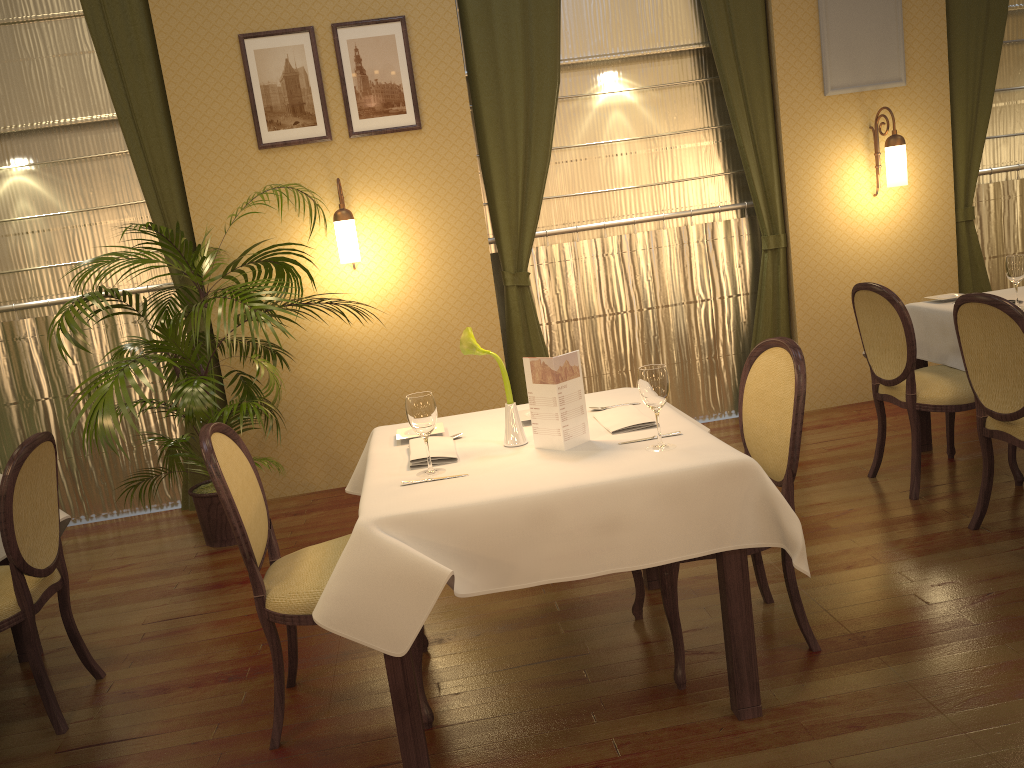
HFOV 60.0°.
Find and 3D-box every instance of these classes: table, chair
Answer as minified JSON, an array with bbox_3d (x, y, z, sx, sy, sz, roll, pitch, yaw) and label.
[{"bbox_3d":[-2.251,0.901,2.602,1.385,0.759,2.152,-9,10,-5],"label":"table"},{"bbox_3d":[-0.578,0.546,2.751,0.571,0.955,0.530,-9,10,-5],"label":"chair"},{"bbox_3d":[1.979,0.101,3.256,0.571,0.955,0.530,-9,10,-5],"label":"chair"},{"bbox_3d":[0.127,0.532,2.829,1.389,0.759,1.395,-9,10,-4],"label":"table"},{"bbox_3d":[-1.753,0.672,2.948,0.571,0.955,0.530,-9,10,-5],"label":"chair"},{"bbox_3d":[2.649,0.019,3.738,1.385,0.759,2.152,-9,10,-5],"label":"table"},{"bbox_3d":[1.886,-0.023,4.012,0.571,0.955,0.530,-9,10,-5],"label":"chair"},{"bbox_3d":[0.649,0.364,2.819,0.571,0.955,0.530,-9,10,-5],"label":"chair"}]

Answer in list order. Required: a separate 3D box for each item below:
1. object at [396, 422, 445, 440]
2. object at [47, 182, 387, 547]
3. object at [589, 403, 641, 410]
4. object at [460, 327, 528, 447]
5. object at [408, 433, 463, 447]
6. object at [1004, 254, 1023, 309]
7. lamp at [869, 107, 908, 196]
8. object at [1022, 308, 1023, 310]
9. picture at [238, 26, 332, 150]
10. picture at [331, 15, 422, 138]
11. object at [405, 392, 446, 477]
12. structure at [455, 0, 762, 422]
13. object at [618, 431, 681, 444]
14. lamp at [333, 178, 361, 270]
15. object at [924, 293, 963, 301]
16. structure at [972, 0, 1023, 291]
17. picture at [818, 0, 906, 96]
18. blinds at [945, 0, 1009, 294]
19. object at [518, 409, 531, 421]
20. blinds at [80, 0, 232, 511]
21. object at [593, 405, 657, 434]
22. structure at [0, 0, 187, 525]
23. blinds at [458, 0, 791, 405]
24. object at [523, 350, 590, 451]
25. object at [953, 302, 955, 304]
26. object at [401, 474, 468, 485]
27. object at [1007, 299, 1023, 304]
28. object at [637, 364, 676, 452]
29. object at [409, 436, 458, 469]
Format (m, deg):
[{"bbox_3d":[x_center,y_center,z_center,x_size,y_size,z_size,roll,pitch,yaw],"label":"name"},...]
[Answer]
[{"bbox_3d":[-0.306,0.168,2.980,0.160,0.024,0.160,-9,10,-5],"label":"object"},{"bbox_3d":[-1.499,-0.081,4.541,1.496,1.807,1.552,-13,11,-24],"label":"object"},{"bbox_3d":[0.351,0.074,3.021,0.181,0.015,0.038,-9,10,-4],"label":"object"},{"bbox_3d":[-0.055,0.005,2.691,0.163,0.375,0.076,-5,11,16],"label":"object"},{"bbox_3d":[-0.249,0.182,2.885,0.181,0.015,0.038,-9,10,-4],"label":"object"},{"bbox_3d":[2.206,-0.448,3.879,0.088,0.229,0.088,1,14,42],"label":"object"},{"bbox_3d":[2.195,-1.375,5.250,0.114,0.513,0.323,-11,11,-16],"label":"lamp"},{"bbox_3d":[2.239,-0.329,3.817,0.185,0.010,0.017,-9,10,-4],"label":"object"},{"bbox_3d":[-1.260,-1.647,4.939,0.412,0.619,0.022,-9,10,-5],"label":"picture"},{"bbox_3d":[-0.759,-1.725,4.988,0.412,0.619,0.022,-9,10,-5],"label":"picture"},{"bbox_3d":[-0.245,0.141,2.499,0.088,0.229,0.088,1,14,42],"label":"object"},{"bbox_3d":[0.625,-1.909,5.305,1.900,4.511,0.134,-9,10,-5],"label":"structure"},{"bbox_3d":[0.396,0.155,2.552,0.185,0.010,0.017,-9,10,-5],"label":"object"},{"bbox_3d":[-0.947,-0.886,4.946,0.114,0.513,0.323,-11,11,-16],"label":"lamp"},{"bbox_3d":[2.144,-0.420,4.360,0.160,0.024,0.160,-9,10,-5],"label":"object"},{"bbox_3d":[3.494,-2.356,5.583,1.898,4.511,0.137,-9,10,-5],"label":"structure"},{"bbox_3d":[2.076,-2.137,5.262,0.512,0.769,0.027,-9,10,-5],"label":"picture"},{"bbox_3d":[3.515,-2.350,5.465,1.876,4.537,0.129,-9,10,-5],"label":"blinds"},{"bbox_3d":[0.098,0.108,3.005,0.160,0.024,0.160,-9,10,-5],"label":"object"},{"bbox_3d":[-2.807,-1.368,4.863,1.934,4.537,0.225,-9,10,-6],"label":"blinds"},{"bbox_3d":[0.351,0.111,2.802,0.142,0.024,0.273,-9,10,-5],"label":"object"},{"bbox_3d":[-2.821,-1.374,4.977,1.942,4.511,0.123,-9,10,-5],"label":"structure"},{"bbox_3d":[0.645,-1.903,5.187,1.878,4.537,0.129,-9,10,-5],"label":"blinds"},{"bbox_3d":[0.132,0.053,2.573,0.166,0.277,0.081,-8,10,1],"label":"object"},{"bbox_3d":[2.202,-0.407,4.265,0.181,0.015,0.038,-9,10,-4],"label":"object"},{"bbox_3d":[-0.212,0.260,2.437,0.185,0.010,0.017,-9,10,-4],"label":"object"},{"bbox_3d":[2.206,-0.384,4.099,0.142,0.033,0.273,-9,10,-5],"label":"object"},{"bbox_3d":[0.396,0.065,2.432,0.088,0.229,0.088,1,14,42],"label":"object"},{"bbox_3d":[-0.245,0.204,2.719,0.142,0.033,0.273,-9,10,-5],"label":"object"}]
